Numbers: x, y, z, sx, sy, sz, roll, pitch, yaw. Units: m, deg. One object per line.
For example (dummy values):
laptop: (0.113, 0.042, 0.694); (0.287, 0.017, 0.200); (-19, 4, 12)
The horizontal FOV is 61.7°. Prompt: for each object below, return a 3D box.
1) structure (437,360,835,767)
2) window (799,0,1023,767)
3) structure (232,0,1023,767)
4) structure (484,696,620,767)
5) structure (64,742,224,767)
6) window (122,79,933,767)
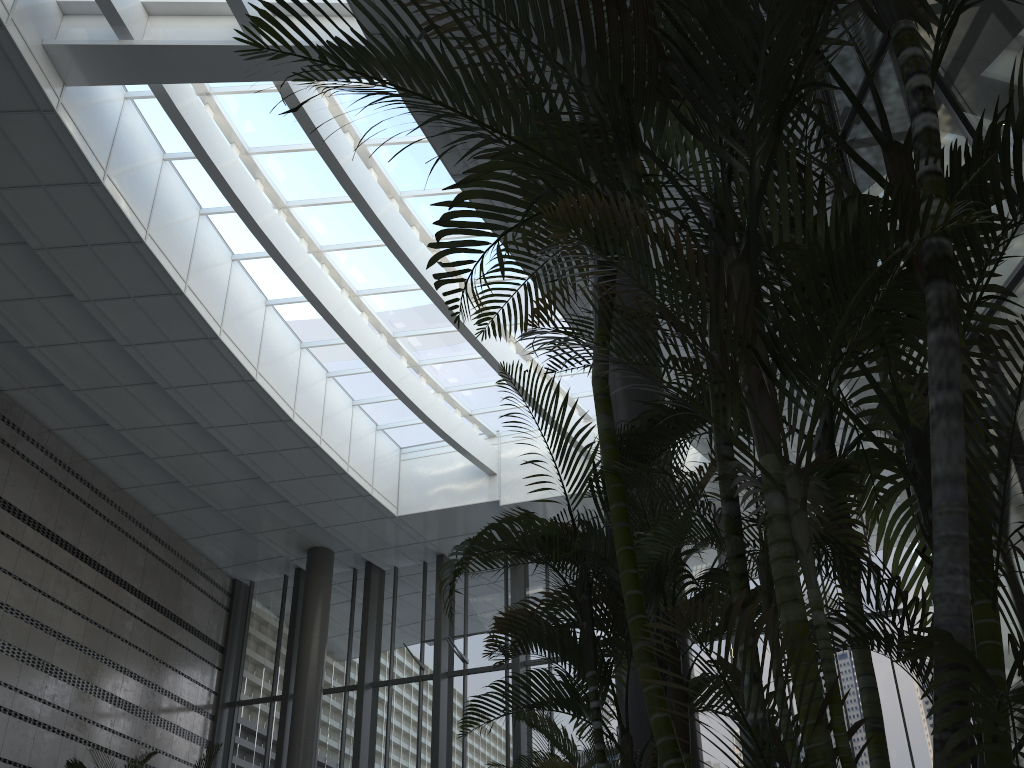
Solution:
structure: (0.557, 1.660, 3.402); (1.649, 3.292, 2.305); (-1, -30, 0)
window: (4.579, 1.140, 6.035); (4.225, 7.079, 17.333); (-9, -36, 13)
structure: (0.564, 0.079, 1.952); (2.444, 4.112, 2.846); (1, -30, -3)
structure: (0.481, 3.758, 6.039); (1.411, 3.054, 1.375); (-1, -29, 1)
structure: (-4.706, 6.653, 10.594); (2.541, 4.113, 2.737); (-12, -32, 19)
window: (-2.743, 1.067, 7.106); (13.804, 8.908, 20.704); (-18, -38, 23)
